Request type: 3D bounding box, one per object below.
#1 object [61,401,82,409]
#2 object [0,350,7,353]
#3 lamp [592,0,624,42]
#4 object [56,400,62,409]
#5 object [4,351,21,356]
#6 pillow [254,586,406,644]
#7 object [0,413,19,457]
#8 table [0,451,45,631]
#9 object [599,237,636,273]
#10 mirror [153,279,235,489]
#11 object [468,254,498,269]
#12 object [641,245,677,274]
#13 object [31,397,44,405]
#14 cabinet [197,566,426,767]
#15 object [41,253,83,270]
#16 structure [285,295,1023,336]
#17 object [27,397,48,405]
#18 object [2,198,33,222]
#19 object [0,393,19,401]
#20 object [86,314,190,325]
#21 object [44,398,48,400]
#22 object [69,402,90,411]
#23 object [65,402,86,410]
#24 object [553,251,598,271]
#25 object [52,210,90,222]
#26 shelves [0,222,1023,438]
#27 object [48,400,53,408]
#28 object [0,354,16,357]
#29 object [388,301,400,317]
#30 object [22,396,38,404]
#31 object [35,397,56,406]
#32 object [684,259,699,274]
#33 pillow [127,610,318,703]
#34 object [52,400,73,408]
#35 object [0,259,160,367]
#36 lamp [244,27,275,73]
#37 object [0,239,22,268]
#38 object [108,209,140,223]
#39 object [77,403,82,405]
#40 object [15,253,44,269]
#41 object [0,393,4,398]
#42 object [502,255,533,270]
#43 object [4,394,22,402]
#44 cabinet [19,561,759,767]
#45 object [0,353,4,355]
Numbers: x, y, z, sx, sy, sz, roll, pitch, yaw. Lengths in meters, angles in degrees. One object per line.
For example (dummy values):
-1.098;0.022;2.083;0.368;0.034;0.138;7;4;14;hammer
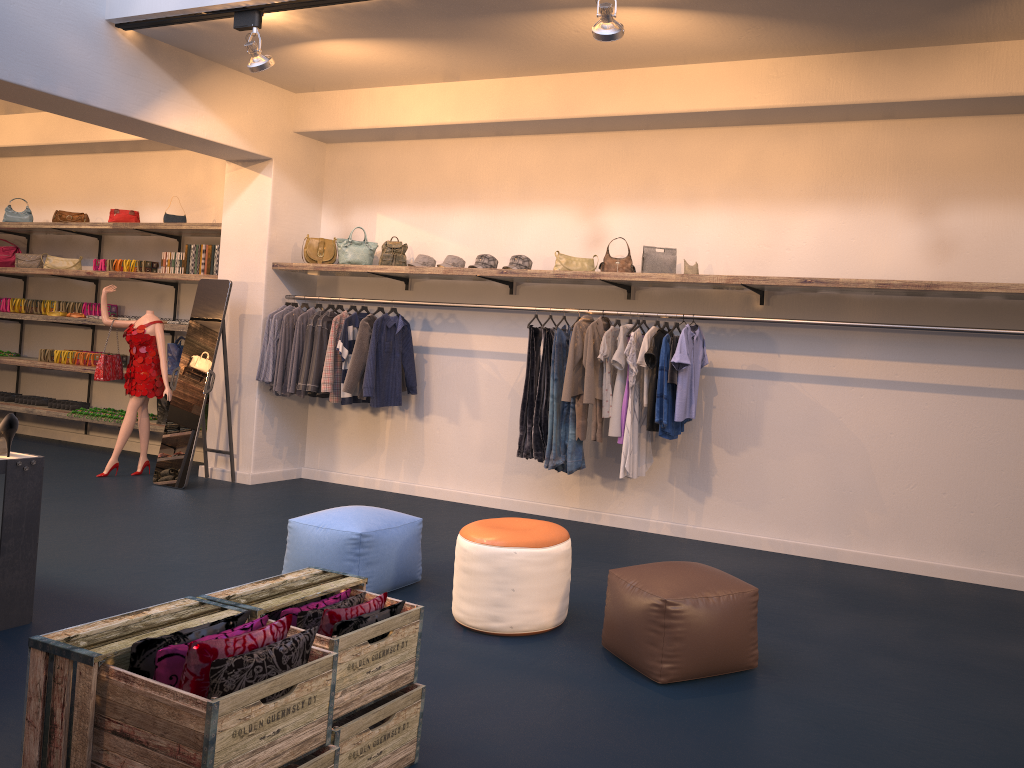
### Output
-4.603;0.223;9.066;0.201;0.088;0.060;2;1;-38;object
-5.659;-0.345;9.642;0.084;0.073;0.238;4;2;8;object
0.550;-2.036;4.821;0.190;0.328;0.228;4;0;-16;lamp
-4.663;0.217;9.094;0.201;0.088;0.060;2;1;-39;object
-5.561;-0.338;9.629;0.083;0.067;0.240;4;2;9;object
-0.623;0.822;2.770;0.430;0.320;0.328;4;1;27;pillow
-2.309;0.219;3.819;0.227;0.196;0.214;4;1;28;object
-3.526;0.604;3.823;2.381;0.742;1.313;5;2;26;table
0.821;-0.987;6.712;0.296;0.300;0.101;4;-1;-3;object
-2.665;-0.030;7.478;0.472;1.769;0.555;3;-2;28;mirror
-0.229;-0.993;7.093;0.265;0.136;0.157;2;2;-41;object
1.109;-0.926;6.573;0.288;0.230;0.075;4;-1;-16;object
-5.022;0.185;9.260;0.199;0.088;0.061;3;0;-27;object
-0.624;0.947;2.774;0.521;0.549;0.501;4;0;28;cabinet
-4.735;-1.279;9.122;0.385;0.175;0.217;3;1;-21;object
1.662;-0.453;6.108;8.174;0.039;0.041;5;1;25;structure
-5.079;0.180;9.287;0.200;0.088;0.061;3;0;-31;object
-5.348;-1.874;9.419;0.295;0.283;0.089;4;-1;-27;object
-5.482;0.144;9.472;0.061;0.088;0.199;4;2;31;object
-3.587;-0.635;8.646;1.428;0.060;0.512;5;3;25;object
-4.961;0.163;9.230;0.050;0.022;0.011;3;0;-24;object
-4.486;0.233;9.013;0.201;0.088;0.061;3;1;-34;object
-4.545;0.228;9.040;0.201;0.088;0.060;2;1;-37;object
0.511;-0.945;6.789;0.386;0.174;0.217;3;1;-21;object
-4.574;-1.733;9.080;0.371;0.141;0.389;6;3;39;object
-3.943;-0.266;4.068;15.788;2.229;9.190;5;3;26;shelves
-4.780;0.207;9.148;0.202;0.088;0.060;2;1;-44;object
-5.579;-0.306;9.526;0.078;0.058;0.248;5;2;26;object
-1.003;-0.603;7.344;0.009;0.220;0.459;3;1;31;object
-5.140;0.175;9.316;0.200;0.088;0.061;3;0;-31;object
-4.964;0.190;9.234;0.197;0.088;0.062;3;0;-23;object
1.330;-0.858;6.443;0.139;0.134;0.075;4;0;-26;object
-0.796;0.798;2.298;0.409;0.350;0.379;4;1;27;pillow
-4.723;0.212;9.122;0.060;0.088;0.202;4;1;44;object
-4.672;-0.755;9.199;2.521;1.139;0.483;5;-1;25;object
-1.732;-2.239;5.871;0.259;0.328;0.167;4;-1;-34;lamp
-5.648;-1.442;9.558;0.291;0.338;0.356;4;1;18;object
-3.889;-1.675;8.717;0.297;0.149;0.106;3;0;-28;object
-4.482;0.205;9.010;0.051;0.022;0.011;3;0;-35;object
-5.191;-1.321;9.337;0.278;0.176;0.100;4;-1;-12;object
-5.539;0.139;9.499;0.061;0.088;0.199;4;2;31;object
0.050;-0.968;6.964;0.265;0.136;0.157;2;2;-41;object
-5.422;0.150;9.445;0.061;0.088;0.199;4;2;31;object
-0.046;0.967;3.178;0.684;0.548;3.037;5;3;44;cabinet
-5.654;-0.337;9.474;0.078;0.067;0.254;5;2;37;object
